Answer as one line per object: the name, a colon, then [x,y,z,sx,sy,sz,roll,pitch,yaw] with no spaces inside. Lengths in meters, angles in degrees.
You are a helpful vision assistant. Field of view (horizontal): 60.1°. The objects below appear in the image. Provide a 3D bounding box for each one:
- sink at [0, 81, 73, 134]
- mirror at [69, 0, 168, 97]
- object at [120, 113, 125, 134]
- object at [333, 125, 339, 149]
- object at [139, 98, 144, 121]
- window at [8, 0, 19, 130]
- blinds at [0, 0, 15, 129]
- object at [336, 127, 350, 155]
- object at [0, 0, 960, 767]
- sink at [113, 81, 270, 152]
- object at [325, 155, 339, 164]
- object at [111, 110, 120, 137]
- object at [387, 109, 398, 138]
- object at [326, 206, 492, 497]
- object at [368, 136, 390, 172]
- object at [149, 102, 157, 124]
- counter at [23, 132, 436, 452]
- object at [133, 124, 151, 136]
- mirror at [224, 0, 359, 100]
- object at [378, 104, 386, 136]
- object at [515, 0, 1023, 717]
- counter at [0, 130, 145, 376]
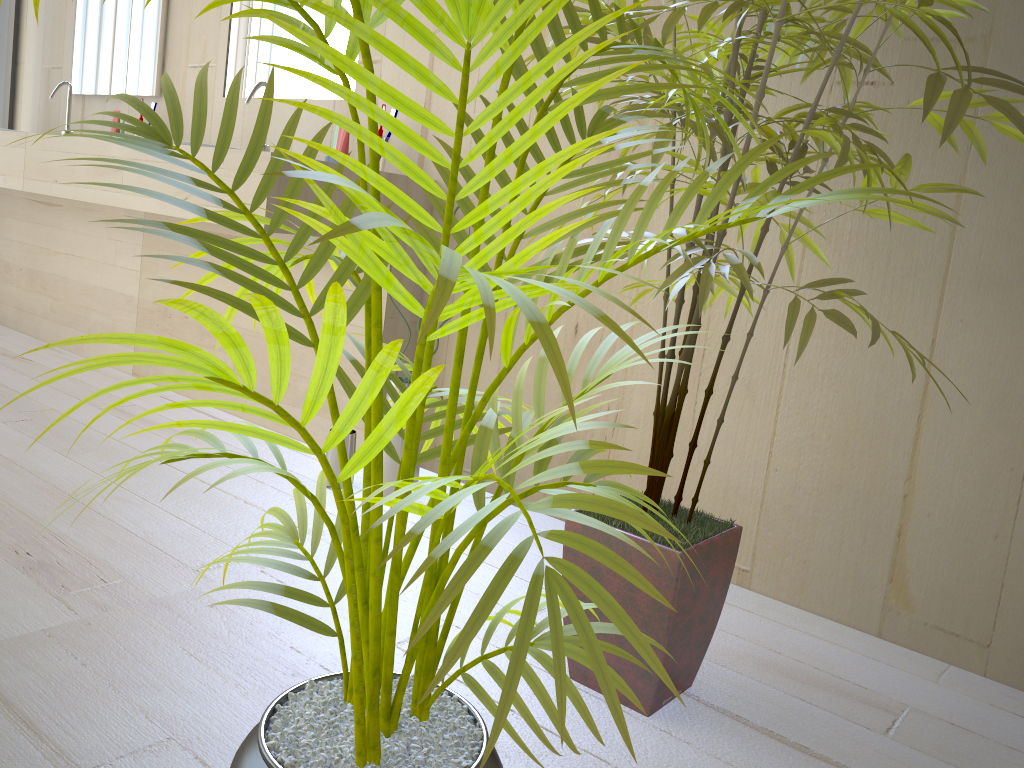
sink: [-1.767,-0.911,3.195,0.578,0.416,0.504,15,12,40]
mirror: [-1.470,-1.525,3.323,0.657,0.862,0.023,13,9,37]
object: [-1.425,-0.918,3.222,0.039,0.134,0.039,7,7,-4]
object: [-0.487,-0.667,2.492,0.039,0.134,0.039,6,7,-11]
object: [-1.286,-0.897,3.065,0.012,0.177,0.050,6,7,-13]
window: [-3.323,-1.500,1.881,0.750,2.792,4.568,13,10,37]
blinds: [-2.520,-1.306,3.313,0.084,2.056,1.184,12,9,37]
object: [-0.456,-0.644,2.384,0.039,0.134,0.039,6,7,-11]
object: [-0.118,-0.050,0.747,0.914,1.149,0.758,5,8,-19]
sink: [-0.829,-0.661,2.466,0.578,0.416,0.504,15,12,40]
object: [-0.437,-0.579,2.314,0.104,0.029,0.033,5,9,-12]
object: [-1.394,-0.894,3.113,0.039,0.134,0.039,7,7,-4]
object: [-0.340,-0.651,2.372,0.053,0.174,0.012,4,8,-27]
object: [-0.236,-0.103,2.219,0.275,0.744,0.408,11,8,25]
object: [-0.360,-0.612,2.370,0.058,0.099,0.059,0,10,-42]
object: [-1.279,-0.901,3.101,0.053,0.174,0.012,4,8,-27]
counter: [-0.878,-0.265,2.572,1.213,0.785,0.551,14,10,37]
object: [-1.298,-0.862,3.099,0.059,0.099,0.058,15,11,44]
mirror: [-0.647,-1.311,2.718,0.657,0.862,0.023,13,9,37]
object: [-0.348,-0.647,2.336,0.012,0.177,0.050,6,7,-13]
object: [0.347,-0.385,1.328,0.785,1.744,0.944,4,8,-27]
counter: [-1.817,-0.515,3.302,1.213,0.785,0.551,14,10,37]
